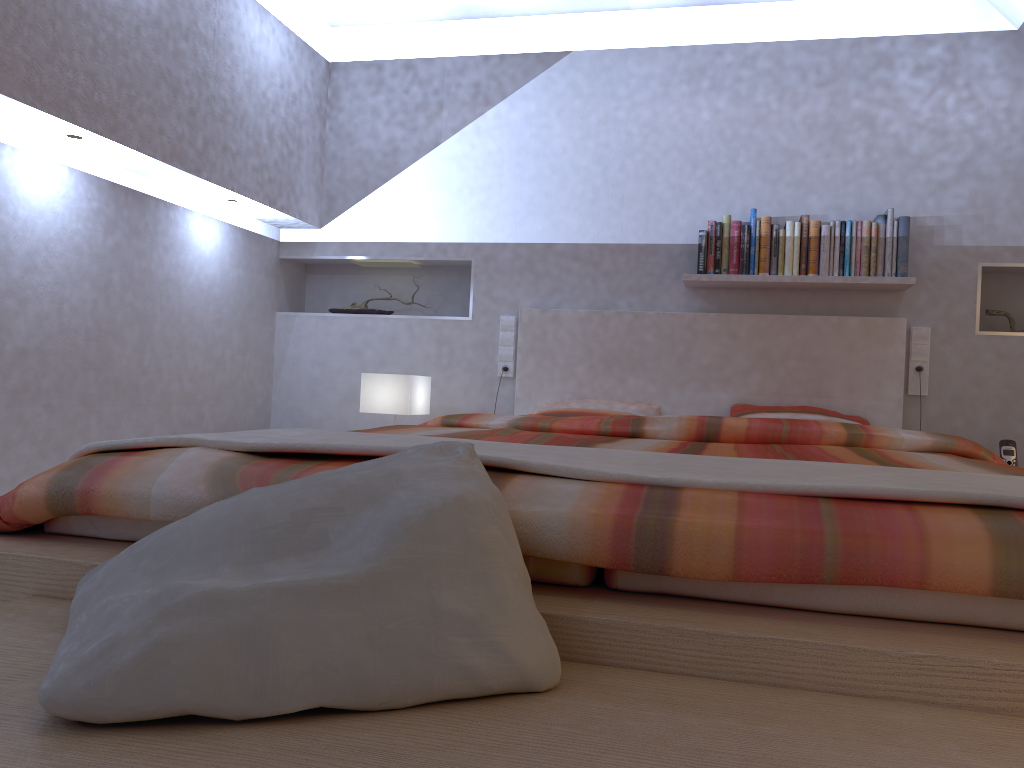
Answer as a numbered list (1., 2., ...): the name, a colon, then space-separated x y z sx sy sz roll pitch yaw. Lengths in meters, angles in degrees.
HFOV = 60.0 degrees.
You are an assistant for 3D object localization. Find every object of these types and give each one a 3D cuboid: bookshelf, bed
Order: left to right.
1. bookshelf: -0.006 0.462 0.697 1.495 0.303 0.643 3 -1 14
2. bed: 0.454 0.157 2.471 2.087 0.994 3.009 3 -1 14
3. bookshelf: 1.193 -0.430 3.753 0.916 0.028 0.223 3 -1 14

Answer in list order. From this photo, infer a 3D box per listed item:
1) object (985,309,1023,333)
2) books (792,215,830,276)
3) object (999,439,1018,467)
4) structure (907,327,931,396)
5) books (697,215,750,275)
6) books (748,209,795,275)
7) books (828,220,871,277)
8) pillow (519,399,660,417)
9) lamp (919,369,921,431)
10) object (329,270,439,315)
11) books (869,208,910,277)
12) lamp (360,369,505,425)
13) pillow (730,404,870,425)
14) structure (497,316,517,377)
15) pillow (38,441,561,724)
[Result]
1. object: 2.478 -0.286 3.694 0.905 0.193 0.085 3 -1 14
2. books: 1.256 -0.572 3.740 0.140 0.260 0.209 3 -1 14
3. object: 1.940 0.302 3.465 0.060 0.169 0.079 3 -1 14
4. structure: 1.711 -0.096 3.729 0.077 0.286 0.034 3 -1 14
5. books: 0.913 -0.588 3.822 0.209 0.260 0.215 3 -1 14
6. books: 1.103 -0.590 3.783 0.178 0.281 0.200 3 -1 14
7. books: 1.401 -0.551 3.708 0.159 0.231 0.200 3 -1 14
8. pillow: 0.328 0.155 3.765 0.572 0.180 0.492 3 -1 14
9. lamp: 1.706 0.319 2.425 0.396 0.788 2.551 3 -1 5
10. object: -0.646 -0.459 4.482 0.589 0.242 0.183 3 -1 13
11. books: 1.549 -0.569 3.671 0.145 0.281 0.200 3 -1 14
12. lamp: -0.391 0.168 3.990 0.318 0.515 0.684 2 -1 43
13. pillow: 1.148 0.179 3.509 0.566 0.188 0.497 3 -1 15
14. structure: -0.022 -0.176 4.163 0.077 0.286 0.034 3 -1 14
15. pillow: -0.242 0.190 1.019 0.498 0.241 0.470 3 -1 -21
